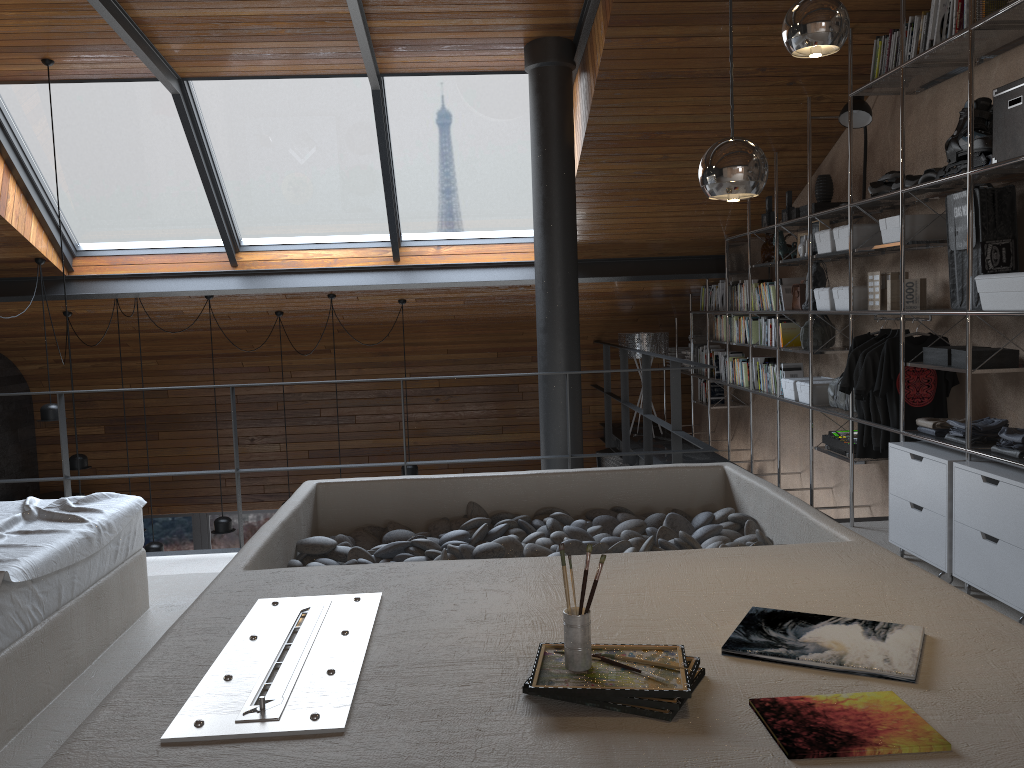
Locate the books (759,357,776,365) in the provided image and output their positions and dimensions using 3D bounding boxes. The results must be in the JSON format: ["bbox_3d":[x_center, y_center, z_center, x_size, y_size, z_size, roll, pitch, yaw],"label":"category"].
[{"bbox_3d":[1.899,-0.078,6.535,0.148,0.232,0.053,-2,5,-3],"label":"books"}]

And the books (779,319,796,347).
[{"bbox_3d":[1.895,-0.350,6.105,0.129,0.186,0.050,-2,5,-3],"label":"books"}]

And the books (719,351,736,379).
[{"bbox_3d":[1.846,-0.159,7.574,0.148,0.233,0.053,-2,5,-3],"label":"books"}]

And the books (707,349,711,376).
[{"bbox_3d":[1.823,-0.196,7.964,0.146,0.240,0.023,-2,5,-3],"label":"books"}]

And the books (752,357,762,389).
[{"bbox_3d":[1.862,-0.084,6.616,0.148,0.233,0.053,-2,5,-3],"label":"books"}]

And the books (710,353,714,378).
[{"bbox_3d":[1.795,-0.166,7.761,0.137,0.215,0.014,-2,5,-3],"label":"books"}]

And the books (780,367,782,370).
[{"bbox_3d":[1.929,-0.024,6.155,0.160,0.187,0.060,-2,5,-3],"label":"books"}]

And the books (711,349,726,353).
[{"bbox_3d":[1.814,-0.183,7.778,0.131,0.247,0.018,-2,5,-3],"label":"books"}]

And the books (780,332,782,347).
[{"bbox_3d":[1.905,-0.329,6.090,0.131,0.147,0.045,-2,5,-3],"label":"books"}]

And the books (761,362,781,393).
[{"bbox_3d":[1.899,-0.048,6.379,0.136,0.210,0.273,-2,5,-3],"label":"books"}]

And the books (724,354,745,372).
[{"bbox_3d":[1.859,-0.141,7.382,0.177,0.217,0.046,-2,5,-3],"label":"books"}]

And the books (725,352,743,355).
[{"bbox_3d":[1.882,-0.154,7.492,0.148,0.232,0.053,-2,5,-3],"label":"books"}]

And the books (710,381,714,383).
[{"bbox_3d":[1.816,0.071,7.898,0.137,0.216,0.049,-2,5,-3],"label":"books"}]

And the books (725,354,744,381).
[{"bbox_3d":[1.848,-0.136,7.350,0.161,0.222,0.055,-2,5,-3],"label":"books"}]

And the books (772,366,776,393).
[{"bbox_3d":[1.912,-0.032,6.248,0.148,0.189,0.053,-2,5,-3],"label":"books"}]

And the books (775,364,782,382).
[{"bbox_3d":[1.944,-0.038,6.208,0.191,0.205,0.055,-2,5,-3],"label":"books"}]

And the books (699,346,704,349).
[{"bbox_3d":[1.834,-0.226,8.228,0.207,0.255,0.010,-2,5,-3],"label":"books"}]

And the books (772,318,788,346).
[{"bbox_3d":[1.909,-0.368,6.254,0.146,0.195,0.023,-2,5,-3],"label":"books"}]

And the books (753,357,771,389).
[{"bbox_3d":[1.866,-0.080,6.568,0.148,0.232,0.053,-2,5,-3],"label":"books"}]

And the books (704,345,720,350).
[{"bbox_3d":[1.817,-0.218,8.054,0.143,0.268,0.020,-2,5,-3],"label":"books"}]

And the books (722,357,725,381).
[{"bbox_3d":[1.823,-0.129,7.407,0.127,0.200,0.046,-2,5,-3],"label":"books"}]

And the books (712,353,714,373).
[{"bbox_3d":[1.817,-0.163,7.727,0.133,0.219,0.058,-2,5,-3],"label":"books"}]

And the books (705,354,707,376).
[{"bbox_3d":[1.811,-0.177,7.985,0.143,0.199,0.019,-2,5,-3],"label":"books"}]

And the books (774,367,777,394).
[{"bbox_3d":[1.930,-0.030,6.221,0.169,0.188,0.058,-2,5,-3],"label":"books"}]

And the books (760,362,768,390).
[{"bbox_3d":[1.893,-0.060,6.506,0.137,0.201,0.047,-2,5,-3],"label":"books"}]

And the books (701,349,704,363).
[{"bbox_3d":[1.815,-0.204,8.122,0.160,0.231,0.021,-2,5,-3],"label":"books"}]

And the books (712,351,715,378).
[{"bbox_3d":[1.817,-0.169,7.696,0.143,0.235,0.055,-2,5,-3],"label":"books"}]

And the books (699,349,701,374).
[{"bbox_3d":[1.816,-0.211,8.189,0.169,0.232,0.018,-2,5,-3],"label":"books"}]

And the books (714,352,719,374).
[{"bbox_3d":[1.821,-0.164,7.636,0.148,0.232,0.053,-2,5,-3],"label":"books"}]

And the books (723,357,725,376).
[{"bbox_3d":[1.831,-0.128,7.397,0.127,0.200,0.046,-2,5,-3],"label":"books"}]

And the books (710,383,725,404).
[{"bbox_3d":[1.816,0.084,7.883,0.138,0.191,0.049,-2,5,-3],"label":"books"}]

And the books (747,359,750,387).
[{"bbox_3d":[1.880,-0.089,6.784,0.155,0.215,0.055,-2,5,-3],"label":"books"}]

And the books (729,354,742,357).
[{"bbox_3d":[1.832,-0.132,7.276,0.122,0.230,0.057,-2,5,-3],"label":"books"}]

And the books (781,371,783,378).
[{"bbox_3d":[1.931,-0.014,6.103,0.148,0.175,0.046,-2,5,-3],"label":"books"}]

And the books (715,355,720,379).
[{"bbox_3d":[1.820,-0.148,7.620,0.148,0.206,0.053,-2,5,-3],"label":"books"}]

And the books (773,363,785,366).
[{"bbox_3d":[1.949,-0.043,6.261,0.207,0.205,0.053,-2,5,-3],"label":"books"}]

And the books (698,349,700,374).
[{"bbox_3d":[1.798,-0.213,8.216,0.148,0.234,0.013,-2,5,-3],"label":"books"}]

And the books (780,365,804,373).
[{"bbox_3d":[1.949,-0.036,6.197,0.192,0.202,0.055,-2,5,-3],"label":"books"}]

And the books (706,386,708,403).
[{"bbox_3d":[1.813,0.070,7.984,0.123,0.203,0.054,-2,5,-3],"label":"books"}]

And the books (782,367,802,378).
[{"bbox_3d":[1.924,-0.017,6.072,0.129,0.186,0.050,-2,5,-3],"label":"books"}]

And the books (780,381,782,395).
[{"bbox_3d":[1.913,-0.011,6.130,0.130,0.167,0.046,-2,5,-3],"label":"books"}]

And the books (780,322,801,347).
[{"bbox_3d":[1.908,-0.337,6.074,0.129,0.165,0.056,-2,5,-3],"label":"books"}]

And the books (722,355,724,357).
[{"bbox_3d":[1.851,-0.141,7.429,0.171,0.218,0.047,-2,5,-3],"label":"books"}]

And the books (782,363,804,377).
[{"bbox_3d":[1.931,-0.034,6.087,0.143,0.217,0.066,-2,5,-3],"label":"books"}]

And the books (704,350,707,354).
[{"bbox_3d":[1.811,-0.195,7.999,0.148,0.234,0.013,-2,5,-3],"label":"books"}]

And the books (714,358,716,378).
[{"bbox_3d":[1.821,-0.159,7.651,0.141,0.221,0.055,-2,5,-3],"label":"books"}]

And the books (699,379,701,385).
[{"bbox_3d":[1.795,0.055,8.189,0.127,0.201,0.011,-2,5,-3],"label":"books"}]

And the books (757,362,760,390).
[{"bbox_3d":[1.890,-0.065,6.545,0.149,0.205,0.049,-2,5,-4],"label":"books"}]

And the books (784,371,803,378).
[{"bbox_3d":[1.928,-0.006,6.062,0.130,0.166,0.046,-2,5,-3],"label":"books"}]

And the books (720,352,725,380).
[{"bbox_3d":[1.849,-0.155,7.525,0.148,0.232,0.053,-2,5,-3],"label":"books"}]

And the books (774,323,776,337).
[{"bbox_3d":[1.894,-0.345,6.161,0.130,0.167,0.046,-2,5,-3],"label":"books"}]

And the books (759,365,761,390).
[{"bbox_3d":[1.883,-0.050,6.519,0.131,0.180,0.042,-2,5,-3],"label":"books"}]

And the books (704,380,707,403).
[{"bbox_3d":[1.820,0.061,8.003,0.155,0.215,0.055,-2,5,-3],"label":"books"}]

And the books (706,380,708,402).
[{"bbox_3d":[1.813,0.068,7.954,0.133,0.218,0.051,-2,5,-3],"label":"books"}]

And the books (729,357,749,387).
[{"bbox_3d":[1.840,-0.101,7.028,0.139,0.211,0.467,-2,5,-3],"label":"books"}]

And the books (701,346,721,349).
[{"bbox_3d":[1.835,-0.219,8.164,0.192,0.251,0.012,-2,5,-3],"label":"books"}]

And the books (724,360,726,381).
[{"bbox_3d":[1.827,-0.112,7.382,0.119,0.171,0.044,-2,5,-3],"label":"books"}]

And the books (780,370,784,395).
[{"bbox_3d":[1.926,-0.012,6.117,0.146,0.171,0.054,-2,5,-3],"label":"books"}]
